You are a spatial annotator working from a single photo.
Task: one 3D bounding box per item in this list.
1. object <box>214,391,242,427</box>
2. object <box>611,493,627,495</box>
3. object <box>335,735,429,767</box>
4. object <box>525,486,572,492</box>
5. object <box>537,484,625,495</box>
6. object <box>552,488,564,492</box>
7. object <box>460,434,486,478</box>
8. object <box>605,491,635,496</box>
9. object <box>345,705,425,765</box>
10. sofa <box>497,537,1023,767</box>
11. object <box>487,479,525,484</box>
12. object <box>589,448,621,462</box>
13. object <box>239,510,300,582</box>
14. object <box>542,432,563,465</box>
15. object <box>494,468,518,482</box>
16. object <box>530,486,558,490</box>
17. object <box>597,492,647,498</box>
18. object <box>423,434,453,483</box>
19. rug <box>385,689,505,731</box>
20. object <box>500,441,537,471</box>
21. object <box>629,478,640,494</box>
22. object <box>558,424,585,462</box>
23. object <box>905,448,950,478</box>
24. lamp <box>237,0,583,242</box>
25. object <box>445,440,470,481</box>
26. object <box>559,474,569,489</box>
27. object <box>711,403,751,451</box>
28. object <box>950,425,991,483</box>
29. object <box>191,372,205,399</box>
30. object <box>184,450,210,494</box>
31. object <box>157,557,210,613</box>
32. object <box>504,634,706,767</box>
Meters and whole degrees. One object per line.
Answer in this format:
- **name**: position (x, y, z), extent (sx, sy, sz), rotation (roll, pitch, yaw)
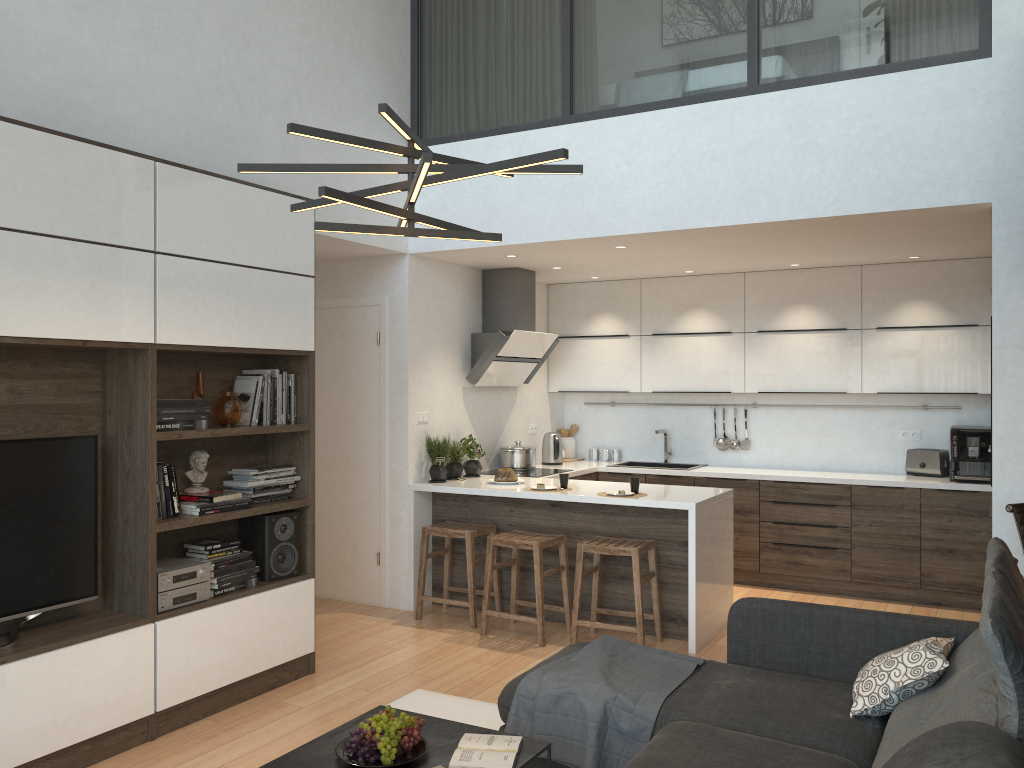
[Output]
- **object**: position (-1.383, 0.122, 4.327), extent (0.130, 0.171, 0.130), rotation (0, 0, -22)
- **object**: position (0.639, 0.661, 5.303), extent (0.025, 0.012, 0.126), rotation (0, 0, -42)
- **object**: position (-0.411, 1.163, 2.813), extent (0.295, 0.026, 0.295), rotation (0, 0, 23)
- **object**: position (0.232, 0.672, 5.672), extent (0.305, 0.002, 0.305), rotation (0, 0, -2)
- **object**: position (0.419, 0.649, 5.493), extent (0.597, 0.039, 0.064), rotation (0, 0, 25)
- **object**: position (0.291, 0.666, 5.578), extent (0.025, 0.011, 0.126), rotation (0, 0, 33)
- **object**: position (-0.298, 0.518, 6.435), extent (0.179, 0.311, 0.172), rotation (0, 0, 40)
- **object**: position (0.653, 0.664, 5.354), extent (0.176, 0.014, 0.176), rotation (0, 0, 34)
- **object**: position (-0.414, 1.093, 2.822), extent (0.256, 0.173, 0.279), rotation (0, 0, 26)
- **sofa**: position (0.189, 1.026, 2.309), extent (2.108, 0.995, 3.169), rotation (0, 0, 29)
- **object**: position (-0.039, 0.663, 6.023), extent (0.261, 0.021, 0.261), rotation (0, 0, 24)
- **object**: position (0.811, 0.622, 7.789), extent (0.297, 0.105, 0.112), rotation (0, 0, 31)
- **object**: position (-1.251, 0.827, 4.595), extent (0.244, 0.331, 0.214), rotation (0, 0, 39)
- **object**: position (0.332, 0.539, 7.432), extent (0.179, 0.270, 0.220), rotation (0, 0, 16)
- **object**: position (-0.043, 0.623, 6.037), extent (0.155, 0.101, 0.161), rotation (0, 0, 25)
- **object**: position (0.203, 0.664, 5.645), extent (0.176, 0.014, 0.176), rotation (0, 0, 19)
- **object**: position (0.671, 0.672, 5.393), extent (0.304, 0.002, 0.304), rotation (0, 0, -29)
- **object**: position (-0.507, 0.490, 6.078), extent (0.186, 0.367, 0.196), rotation (0, 0, 29)
- **rug**: position (-0.374, 1.514, 2.951), extent (1.606, 0.013, 2.496), rotation (0, 0, 29)
- **object**: position (0.049, 0.556, 6.959), extent (0.315, 0.223, 0.288), rotation (0, 0, -20)
- **object**: position (0.751, 0.624, 5.425), extent (0.066, 0.093, 0.066), rotation (0, 0, 2)
- **object**: position (0.477, 0.516, 7.837), extent (0.221, 0.316, 0.330), rotation (0, 0, 29)
- **object**: position (3.036, 0.574, 6.481), extent (0.177, 0.195, 0.260), rotation (0, 0, -41)
- **lamp**: position (-0.319, -2.289, 2.800), extent (1.200, 3.645, 0.831), rotation (0, 0, 39)
- **object**: position (-0.399, 0.532, 6.267), extent (0.221, 0.283, 0.211), rotation (0, 0, 42)
- **object**: position (0.334, 0.625, 5.692), extent (0.066, 0.093, 0.066), rotation (0, 0, -25)
- **object**: position (1.793, 0.355, 7.279), extent (0.320, 0.389, 0.069), rotation (0, 0, 30)
- **object**: position (3.223, 0.484, 6.206), extent (0.274, 0.378, 0.532), rotation (0, 0, 29)
- **object**: position (-1.514, 0.075, 4.270), extent (0.082, 0.265, 0.081), rotation (0, 0, -39)
- **object**: position (-1.521, 0.419, 4.277), extent (0.117, 0.207, 0.116), rotation (0, 0, -20)
- **object**: position (-1.563, 0.906, 4.011), extent (0.270, 0.174, 0.285), rotation (0, 0, 29)
- **object**: position (0.388, 1.229, 3.360), extent (0.548, 0.369, 0.685), rotation (0, 0, 37)
